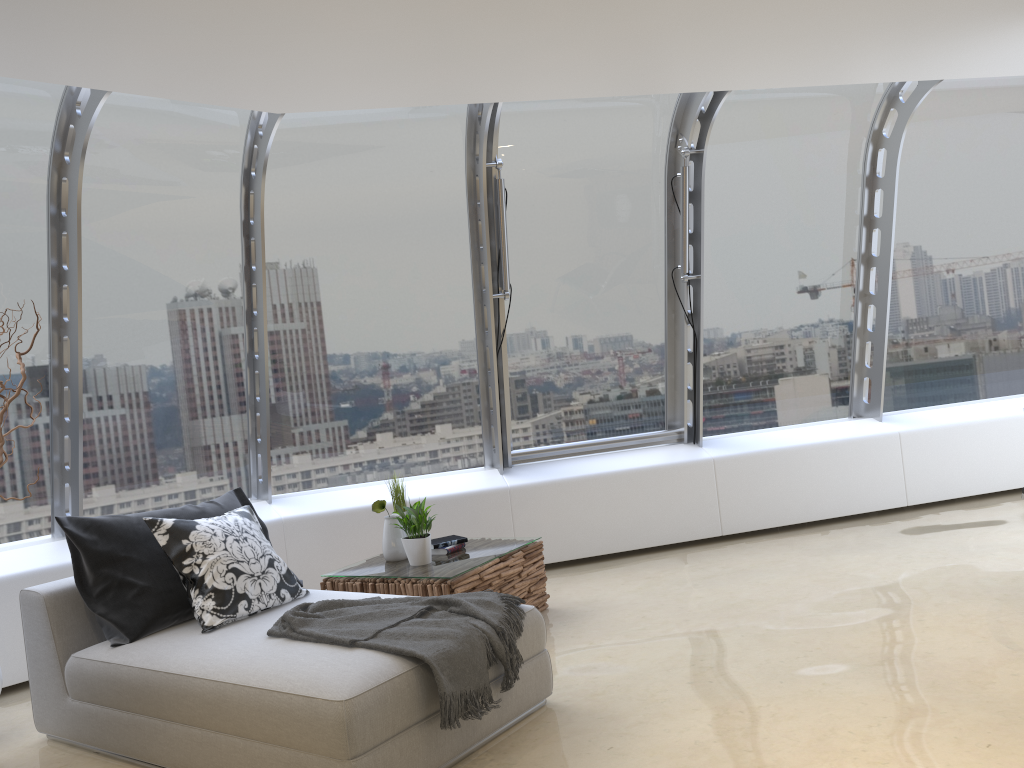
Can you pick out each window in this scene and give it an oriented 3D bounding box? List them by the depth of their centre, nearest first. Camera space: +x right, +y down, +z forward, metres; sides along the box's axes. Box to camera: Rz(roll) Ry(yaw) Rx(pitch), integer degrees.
[{"bbox_3d":[5.721,-0.736,0.267,16.171,3.674,16.693,-7,0,-19],"label":"window"}]

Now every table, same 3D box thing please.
[{"bbox_3d":[-0.410,1.192,5.050,0.923,0.436,1.007,-6,0,31],"label":"table"}]

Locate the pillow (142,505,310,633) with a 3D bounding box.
[{"bbox_3d":[-1.291,0.815,4.092,0.431,0.528,0.683,-6,0,30],"label":"pillow"}]

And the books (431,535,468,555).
[{"bbox_3d":[-0.393,0.941,5.158,0.265,0.063,0.246,-7,0,-38],"label":"books"}]

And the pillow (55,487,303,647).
[{"bbox_3d":[-1.554,0.827,4.244,0.510,0.597,1.070,-6,0,36],"label":"pillow"}]

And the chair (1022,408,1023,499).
[{"bbox_3d":[2.578,0.588,3.678,0.752,0.972,0.943,-6,0,25],"label":"chair"}]

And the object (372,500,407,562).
[{"bbox_3d":[-0.701,0.823,4.998,0.152,0.370,0.297,-7,0,20],"label":"object"}]

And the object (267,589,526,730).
[{"bbox_3d":[-0.405,1.031,3.620,1.024,0.359,0.825,-6,0,34],"label":"object"}]

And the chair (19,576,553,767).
[{"bbox_3d":[-1.013,1.130,3.861,2.068,0.690,1.176,-6,0,36],"label":"chair"}]

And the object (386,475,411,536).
[{"bbox_3d":[-0.664,0.747,5.232,0.150,0.511,0.153,-6,0,34],"label":"object"}]

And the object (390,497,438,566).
[{"bbox_3d":[-0.527,0.806,4.870,0.284,0.369,0.215,-7,0,9],"label":"object"}]

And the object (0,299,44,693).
[{"bbox_3d":[-2.758,0.641,3.867,1.370,2.059,1.508,-7,0,-24],"label":"object"}]
